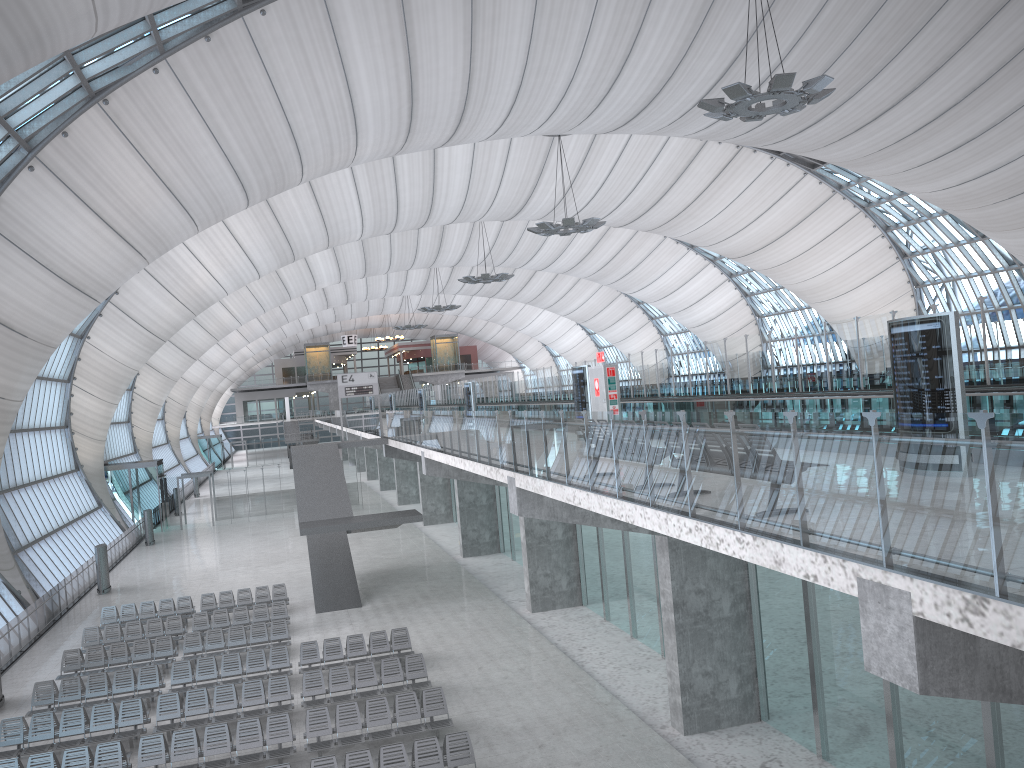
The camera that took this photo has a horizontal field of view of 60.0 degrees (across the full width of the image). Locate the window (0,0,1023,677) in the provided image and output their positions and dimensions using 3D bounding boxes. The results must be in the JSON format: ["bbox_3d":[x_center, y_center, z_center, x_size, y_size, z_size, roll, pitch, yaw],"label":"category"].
[{"bbox_3d":[-6.193,-2.340,80.565,50.537,20.004,167.818,-5,0,-15],"label":"window"}]

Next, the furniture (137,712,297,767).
[{"bbox_3d":[-5.256,6.547,15.843,2.705,0.913,1.572,-5,0,-15],"label":"furniture"}]

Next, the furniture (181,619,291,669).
[{"bbox_3d":[-7.147,6.759,23.070,2.705,0.913,1.572,-5,0,-15],"label":"furniture"}]

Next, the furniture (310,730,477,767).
[{"bbox_3d":[-1.905,6.253,14.246,2.705,0.913,1.572,-5,0,-15],"label":"furniture"}]

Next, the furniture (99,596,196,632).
[{"bbox_3d":[-11.153,7.126,27.171,2.705,0.913,1.572,-5,0,-15],"label":"furniture"}]

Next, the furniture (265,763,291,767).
[{"bbox_3d":[-4.648,6.478,13.521,2.705,0.913,1.572,-5,0,-15],"label":"furniture"}]

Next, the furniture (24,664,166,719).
[{"bbox_3d":[-9.214,6.908,19.763,2.705,0.913,1.572,-5,0,-15],"label":"furniture"}]

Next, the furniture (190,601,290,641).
[{"bbox_3d":[-7.742,6.826,25.341,2.705,0.913,1.572,-5,0,-15],"label":"furniture"}]

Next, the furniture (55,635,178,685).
[{"bbox_3d":[-9.890,6.984,22.345,2.705,0.913,1.572,-5,0,-15],"label":"furniture"}]

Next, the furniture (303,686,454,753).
[{"bbox_3d":[-2.513,6.322,16.568,2.705,0.913,1.572,-5,0,-15],"label":"furniture"}]

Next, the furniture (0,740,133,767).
[{"bbox_3d":[-7.998,6.771,15.119,2.705,0.913,1.572,-5,0,-15],"label":"furniture"}]

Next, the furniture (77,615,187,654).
[{"bbox_3d":[-10.485,7.051,24.617,2.705,0.913,1.572,-5,0,-15],"label":"furniture"}]

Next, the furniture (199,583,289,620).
[{"bbox_3d":[-8.411,6.902,27.895,2.705,0.913,1.572,-5,0,-15],"label":"furniture"}]

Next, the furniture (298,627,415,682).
[{"bbox_3d":[-3.729,6.459,21.212,2.705,0.913,1.572,-5,0,-15],"label":"furniture"}]

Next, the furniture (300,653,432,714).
[{"bbox_3d":[-3.121,6.390,18.890,2.705,0.913,1.572,-5,0,-15],"label":"furniture"}]

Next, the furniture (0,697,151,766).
[{"bbox_3d":[-8.606,6.840,17.441,2.705,0.913,1.572,-5,0,-15],"label":"furniture"}]

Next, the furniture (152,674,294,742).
[{"bbox_3d":[-5.863,6.615,18.165,2.705,0.913,1.572,-5,0,-15],"label":"furniture"}]

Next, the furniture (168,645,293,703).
[{"bbox_3d":[-6.471,6.683,20.487,2.705,0.913,1.572,-5,0,-15],"label":"furniture"}]
